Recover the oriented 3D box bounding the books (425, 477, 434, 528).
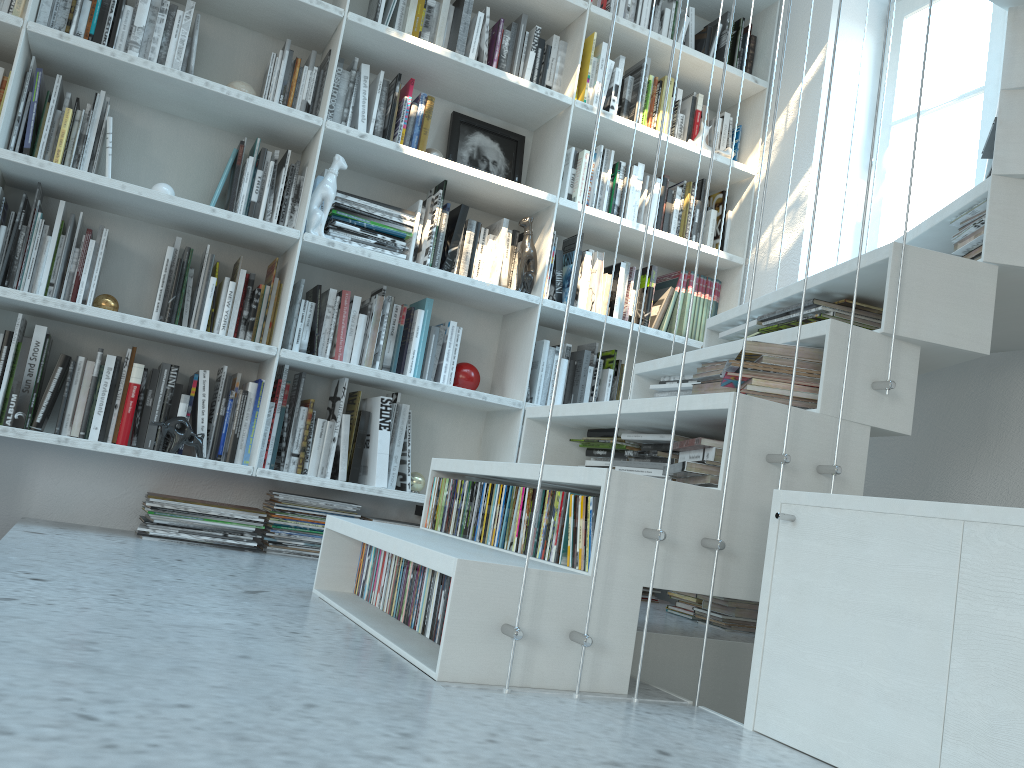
[{"bbox_3d":[-0.146,0.301,2.191,0.125,0.125,0.008,13,-8,-24],"label":"books"}]

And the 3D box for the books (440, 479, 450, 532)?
[{"bbox_3d":[-0.101,0.295,2.095,0.125,0.125,0.007,13,-8,-24],"label":"books"}]

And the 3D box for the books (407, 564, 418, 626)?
[{"bbox_3d":[-0.137,0.419,1.749,0.125,0.125,0.008,13,-8,-24],"label":"books"}]

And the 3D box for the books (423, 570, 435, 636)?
[{"bbox_3d":[-0.097,0.414,1.663,0.125,0.125,0.011,13,-8,-24],"label":"books"}]

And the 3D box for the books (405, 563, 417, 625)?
[{"bbox_3d":[-0.140,0.420,1.755,0.125,0.125,0.008,13,-8,-24],"label":"books"}]

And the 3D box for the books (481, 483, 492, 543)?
[{"bbox_3d":[0.001,0.282,1.877,0.125,0.125,0.010,13,-8,-24],"label":"books"}]

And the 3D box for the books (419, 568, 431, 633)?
[{"bbox_3d":[-0.108,0.415,1.685,0.125,0.125,0.008,13,-8,-24],"label":"books"}]

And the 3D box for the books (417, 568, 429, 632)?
[{"bbox_3d":[-0.111,0.416,1.692,0.125,0.125,0.008,13,-8,-24],"label":"books"}]

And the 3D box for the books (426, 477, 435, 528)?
[{"bbox_3d":[-0.142,0.301,2.183,0.125,0.125,0.008,13,-8,-24],"label":"books"}]

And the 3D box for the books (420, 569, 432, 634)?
[{"bbox_3d":[-0.105,0.415,1.679,0.125,0.125,0.007,13,-8,-24],"label":"books"}]

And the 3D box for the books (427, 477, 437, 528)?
[{"bbox_3d":[-0.139,0.300,2.176,0.125,0.125,0.009,13,-8,-24],"label":"books"}]

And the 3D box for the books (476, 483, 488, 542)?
[{"bbox_3d":[-0.009,0.283,1.898,0.125,0.125,0.010,13,-8,-24],"label":"books"}]

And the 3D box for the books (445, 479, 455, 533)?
[{"bbox_3d":[-0.087,0.293,2.065,0.125,0.125,0.010,13,-8,-24],"label":"books"}]

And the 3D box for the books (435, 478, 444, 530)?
[{"bbox_3d":[-0.116,0.297,2.127,0.125,0.125,0.010,13,-8,-24],"label":"books"}]

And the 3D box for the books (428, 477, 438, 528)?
[{"bbox_3d":[-0.136,0.300,2.169,0.125,0.125,0.008,13,-8,-24],"label":"books"}]

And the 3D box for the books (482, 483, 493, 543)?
[{"bbox_3d":[0.004,0.281,1.869,0.125,0.125,0.007,13,-8,-24],"label":"books"}]

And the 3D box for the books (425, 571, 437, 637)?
[{"bbox_3d":[-0.094,0.414,1.656,0.125,0.125,0.011,13,-8,-24],"label":"books"}]

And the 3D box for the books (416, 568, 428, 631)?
[{"bbox_3d":[-0.114,0.416,1.699,0.125,0.125,0.008,13,-8,-24],"label":"books"}]

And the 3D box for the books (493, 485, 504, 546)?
[{"bbox_3d":[0.028,0.278,1.819,0.125,0.125,0.008,13,-8,-24],"label":"books"}]

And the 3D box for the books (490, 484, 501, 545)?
[{"bbox_3d":[0.022,0.279,1.832,0.125,0.125,0.008,13,-8,-24],"label":"books"}]

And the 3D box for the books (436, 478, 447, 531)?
[{"bbox_3d":[-0.112,0.297,2.119,0.125,0.125,0.012,13,-8,-24],"label":"books"}]

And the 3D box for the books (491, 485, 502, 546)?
[{"bbox_3d":[0.025,0.279,1.826,0.125,0.125,0.008,13,-8,-24],"label":"books"}]

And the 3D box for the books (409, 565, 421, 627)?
[{"bbox_3d":[-0.131,0.418,1.735,0.125,0.125,0.007,13,-8,-24],"label":"books"}]

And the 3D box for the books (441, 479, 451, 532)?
[{"bbox_3d":[-0.098,0.295,2.088,0.125,0.125,0.007,13,-8,-24],"label":"books"}]

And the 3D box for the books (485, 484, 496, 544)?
[{"bbox_3d":[0.011,0.281,1.855,0.125,0.125,0.007,13,-8,-24],"label":"books"}]

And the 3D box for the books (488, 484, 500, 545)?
[{"bbox_3d":[0.018,0.280,1.839,0.125,0.125,0.008,13,-8,-24],"label":"books"}]

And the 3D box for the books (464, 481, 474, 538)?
[{"bbox_3d":[-0.038,0.287,1.961,0.125,0.125,0.007,13,-8,-24],"label":"books"}]

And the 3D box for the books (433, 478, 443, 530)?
[{"bbox_3d":[-0.120,0.298,2.135,0.125,0.125,0.008,13,-8,-24],"label":"books"}]

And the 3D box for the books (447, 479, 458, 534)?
[{"bbox_3d":[-0.083,0.293,2.055,0.125,0.125,0.010,13,-8,-24],"label":"books"}]

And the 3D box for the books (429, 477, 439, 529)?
[{"bbox_3d":[-0.132,0.299,2.162,0.125,0.125,0.007,13,-8,-24],"label":"books"}]

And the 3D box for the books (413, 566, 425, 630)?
[{"bbox_3d":[-0.121,0.417,1.714,0.125,0.125,0.010,13,-8,-24],"label":"books"}]

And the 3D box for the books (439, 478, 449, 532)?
[{"bbox_3d":[-0.104,0.296,2.101,0.125,0.125,0.007,13,-8,-24],"label":"books"}]

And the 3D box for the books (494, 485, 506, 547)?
[{"bbox_3d":[0.031,0.278,1.813,0.125,0.125,0.008,13,-8,-24],"label":"books"}]

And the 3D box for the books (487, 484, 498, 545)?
[{"bbox_3d":[0.014,0.280,1.848,0.125,0.125,0.010,13,-8,-24],"label":"books"}]

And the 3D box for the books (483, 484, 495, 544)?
[{"bbox_3d":[0.008,0.281,1.862,0.125,0.125,0.007,13,-8,-24],"label":"books"}]

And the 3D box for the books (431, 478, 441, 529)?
[{"bbox_3d":[-0.126,0.298,2.149,0.125,0.125,0.009,13,-8,-24],"label":"books"}]

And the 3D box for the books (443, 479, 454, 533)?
[{"bbox_3d":[-0.091,0.294,2.074,0.125,0.125,0.008,13,-8,-24],"label":"books"}]

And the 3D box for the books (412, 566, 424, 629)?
[{"bbox_3d":[-0.124,0.417,1.720,0.125,0.125,0.008,13,-8,-24],"label":"books"}]

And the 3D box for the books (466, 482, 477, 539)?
[{"bbox_3d":[-0.032,0.286,1.948,0.125,0.125,0.008,13,-8,-24],"label":"books"}]

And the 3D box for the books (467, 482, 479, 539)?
[{"bbox_3d":[-0.029,0.286,1.942,0.125,0.125,0.008,13,-8,-24],"label":"books"}]

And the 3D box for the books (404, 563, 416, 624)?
[{"bbox_3d":[-0.143,0.420,1.761,0.125,0.125,0.008,13,-8,-24],"label":"books"}]

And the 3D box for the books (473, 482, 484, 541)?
[{"bbox_3d":[-0.017,0.284,1.915,0.125,0.125,0.009,13,-8,-24],"label":"books"}]

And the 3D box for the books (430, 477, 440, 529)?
[{"bbox_3d":[-0.129,0.299,2.156,0.125,0.125,0.008,13,-8,-24],"label":"books"}]

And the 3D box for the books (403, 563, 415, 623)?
[{"bbox_3d":[-0.147,0.420,1.769,0.125,0.125,0.008,13,-8,-24],"label":"books"}]

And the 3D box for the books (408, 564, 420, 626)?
[{"bbox_3d":[-0.134,0.419,1.742,0.125,0.125,0.008,13,-8,-24],"label":"books"}]

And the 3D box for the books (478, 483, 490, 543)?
[{"bbox_3d":[-0.004,0.283,1.887,0.125,0.125,0.014,13,-8,-24],"label":"books"}]

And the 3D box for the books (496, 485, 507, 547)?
[{"bbox_3d":[0.034,0.278,1.805,0.125,0.125,0.007,13,-8,-24],"label":"books"}]

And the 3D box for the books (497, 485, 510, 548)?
[{"bbox_3d":[0.037,0.277,1.799,0.125,0.125,0.008,13,-8,-24],"label":"books"}]

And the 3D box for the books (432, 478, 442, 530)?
[{"bbox_3d":[-0.123,0.298,2.142,0.125,0.125,0.007,13,-8,-24],"label":"books"}]

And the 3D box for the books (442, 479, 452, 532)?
[{"bbox_3d":[-0.094,0.294,2.081,0.125,0.125,0.008,13,-8,-24],"label":"books"}]

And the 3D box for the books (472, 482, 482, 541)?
[{"bbox_3d":[-0.020,0.285,1.922,0.125,0.125,0.010,13,-8,-24],"label":"books"}]

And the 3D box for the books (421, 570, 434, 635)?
[{"bbox_3d":[-0.101,0.415,1.672,0.125,0.125,0.008,13,-8,-24],"label":"books"}]

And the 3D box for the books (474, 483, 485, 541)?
[{"bbox_3d":[-0.013,0.284,1.906,0.125,0.125,0.007,13,-8,-24],"label":"books"}]

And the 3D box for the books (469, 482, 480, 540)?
[{"bbox_3d":[-0.025,0.285,1.932,0.125,0.125,0.012,13,-8,-24],"label":"books"}]

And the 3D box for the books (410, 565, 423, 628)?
[{"bbox_3d":[-0.128,0.418,1.728,0.125,0.125,0.008,13,-8,-24],"label":"books"}]

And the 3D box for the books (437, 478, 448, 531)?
[{"bbox_3d":[-0.108,0.296,2.109,0.125,0.125,0.008,13,-8,-24],"label":"books"}]

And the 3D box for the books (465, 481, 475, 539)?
[{"bbox_3d":[-0.035,0.287,1.954,0.125,0.125,0.008,13,-8,-24],"label":"books"}]

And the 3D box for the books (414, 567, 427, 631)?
[{"bbox_3d":[-0.118,0.417,1.707,0.125,0.125,0.010,13,-8,-24],"label":"books"}]
